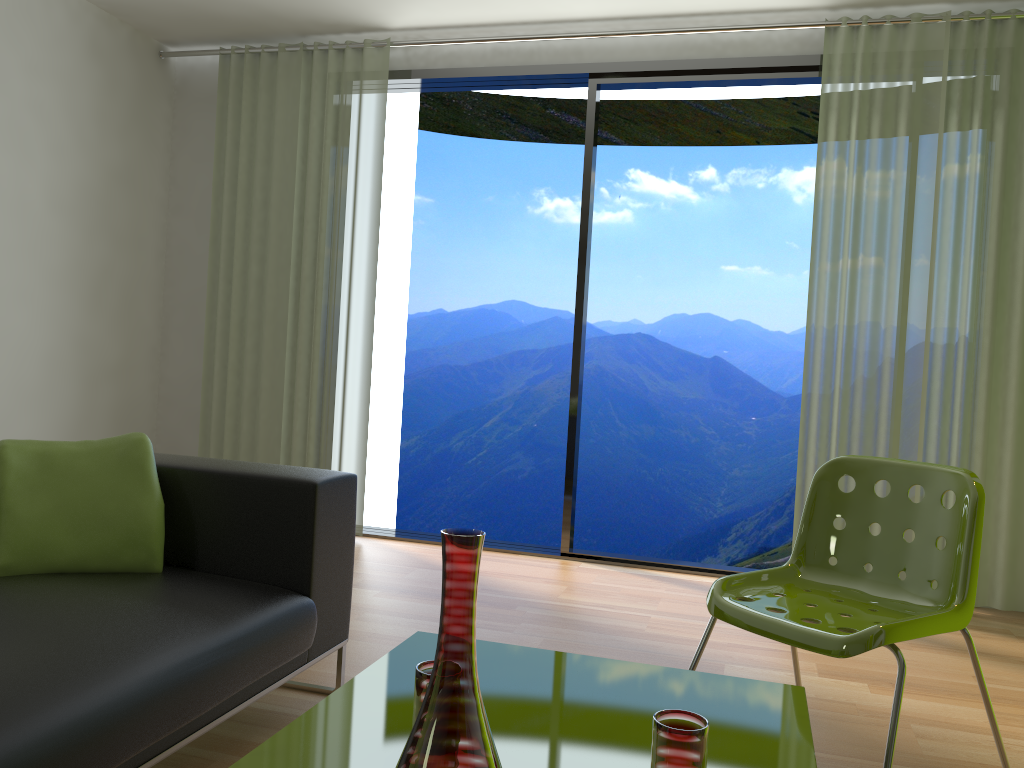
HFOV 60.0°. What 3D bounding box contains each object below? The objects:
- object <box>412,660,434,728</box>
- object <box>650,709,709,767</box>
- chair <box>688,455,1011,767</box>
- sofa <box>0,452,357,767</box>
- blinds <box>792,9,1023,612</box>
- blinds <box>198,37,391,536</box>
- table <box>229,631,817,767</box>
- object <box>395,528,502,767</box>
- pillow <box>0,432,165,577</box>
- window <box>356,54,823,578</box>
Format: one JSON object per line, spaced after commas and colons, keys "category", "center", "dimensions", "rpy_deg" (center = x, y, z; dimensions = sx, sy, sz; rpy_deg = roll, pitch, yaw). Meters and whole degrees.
{"category": "object", "center": [-0.113, 0.496, 1.362], "dimensions": [0.075, 0.122, 0.076], "rpy_deg": [3, 1, -40]}
{"category": "object", "center": [0.227, 0.518, 1.210], "dimensions": [0.075, 0.122, 0.076], "rpy_deg": [3, 1, -40]}
{"category": "chair", "center": [0.786, 0.565, 2.125], "dimensions": [0.546, 0.759, 0.640], "rpy_deg": [3, 1, -36]}
{"category": "sofa", "center": [-1.247, 0.519, 1.376], "dimensions": [1.061, 0.639, 2.583], "rpy_deg": [4, 1, 16]}
{"category": "blinds", "center": [1.827, -0.336, 3.889], "dimensions": [1.012, 2.568, 0.067], "rpy_deg": [4, 1, 15]}
{"category": "blinds", "center": [-1.174, -0.524, 4.722], "dimensions": [1.012, 2.568, 0.067], "rpy_deg": [4, 1, 15]}
{"category": "table", "center": [-0.054, 0.737, 1.026], "dimensions": [0.810, 0.349, 1.682], "rpy_deg": [4, 1, 15]}
{"category": "object", "center": [-0.066, 0.363, 0.985], "dimensions": [0.168, 0.400, 0.168], "rpy_deg": [3, 1, 1]}
{"category": "pillow", "center": [-1.092, 0.305, 2.236], "dimensions": [0.399, 0.362, 0.269], "rpy_deg": [3, 1, -26]}
{"category": "window", "center": [0.563, -0.336, 4.472], "dimensions": [3.336, 2.498, 0.219], "rpy_deg": [4, 1, 15]}
